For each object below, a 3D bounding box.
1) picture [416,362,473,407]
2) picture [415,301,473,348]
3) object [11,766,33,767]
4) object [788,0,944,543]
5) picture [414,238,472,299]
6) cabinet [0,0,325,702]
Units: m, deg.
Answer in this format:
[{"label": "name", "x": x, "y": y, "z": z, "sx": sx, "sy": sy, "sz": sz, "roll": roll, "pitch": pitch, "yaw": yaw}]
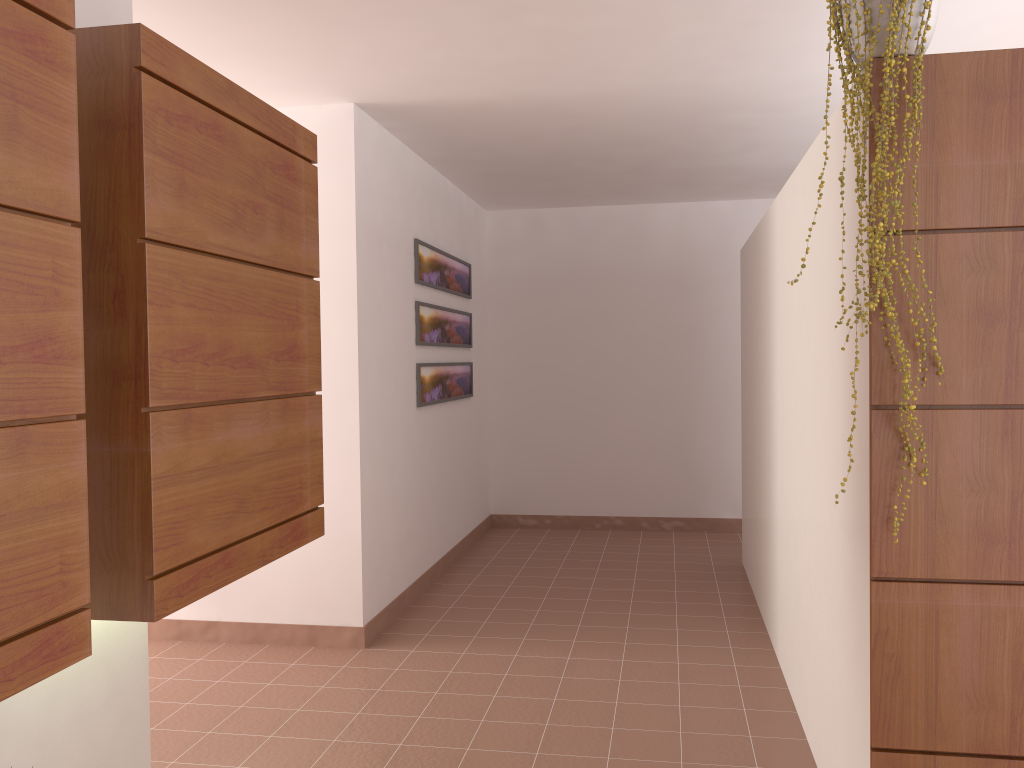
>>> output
[{"label": "picture", "x": -0.409, "y": -0.013, "z": 5.685, "sx": 0.015, "sy": 0.248, "sz": 1.408, "roll": 0, "pitch": 2, "yaw": 10}, {"label": "picture", "x": -0.414, "y": -0.363, "z": 5.676, "sx": 0.015, "sy": 0.248, "sz": 1.408, "roll": 0, "pitch": 2, "yaw": 10}, {"label": "object", "x": -0.941, "y": 1.015, "z": 1.705, "sx": 0.087, "sy": 0.546, "sz": 0.296, "roll": 0, "pitch": 2, "yaw": 10}, {"label": "object", "x": 0.852, "y": -0.310, "z": 2.068, "sx": 0.297, "sy": 1.344, "sz": 0.279, "roll": -2, "pitch": 2, "yaw": -31}, {"label": "picture", "x": -0.418, "y": -0.712, "z": 5.666, "sx": 0.015, "sy": 0.248, "sz": 1.408, "roll": 0, "pitch": 2, "yaw": 10}, {"label": "cabinet", "x": -1.352, "y": -0.072, "z": 0.405, "sx": 0.754, "sy": 1.200, "sz": 4.718, "roll": 0, "pitch": 2, "yaw": 10}]
